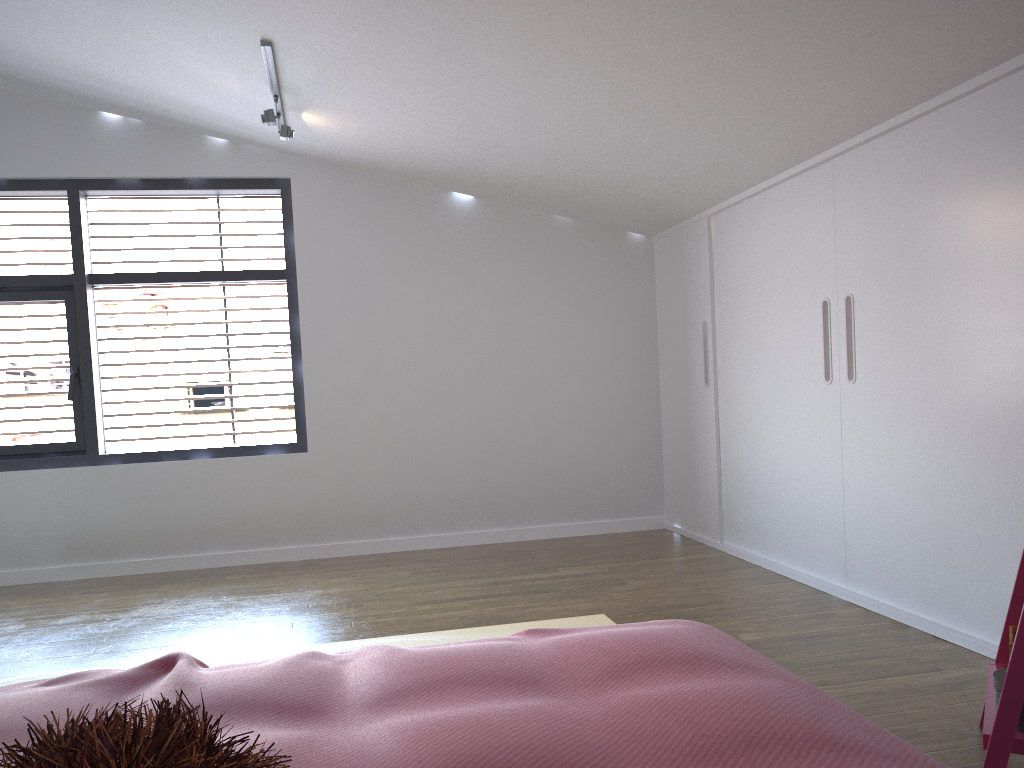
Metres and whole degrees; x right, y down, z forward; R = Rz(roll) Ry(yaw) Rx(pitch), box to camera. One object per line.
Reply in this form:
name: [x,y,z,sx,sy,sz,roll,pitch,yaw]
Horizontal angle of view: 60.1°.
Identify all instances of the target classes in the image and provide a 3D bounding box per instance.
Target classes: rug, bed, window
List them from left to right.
rug: [-0.599,0.948,2.657,2.199,0.006,1.199,-3,0,-11]
bed: [-0.161,0.522,0.840,1.925,0.813,2.315,-3,0,-11]
window: [-0.968,1.064,5.223,4.959,4.570,0.295,-3,3,-11]

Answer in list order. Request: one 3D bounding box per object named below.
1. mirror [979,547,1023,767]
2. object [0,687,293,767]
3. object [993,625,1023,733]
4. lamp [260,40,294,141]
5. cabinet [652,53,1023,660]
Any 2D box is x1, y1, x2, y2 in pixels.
mirror: [1.192,0.116,1.866,0.417,1.493,0.609,-1,3,30]
object: [-0.142,0.312,0.443,0.286,0.343,0.250,-2,2,23]
object: [1.244,0.608,1.875,0.368,0.159,0.444,-3,0,34]
lamp: [-1.049,-1.218,3.915,0.123,0.144,1.203,-3,0,-8]
cabinet: [1.330,-0.031,3.289,0.053,1.767,4.228,-4,0,-12]
